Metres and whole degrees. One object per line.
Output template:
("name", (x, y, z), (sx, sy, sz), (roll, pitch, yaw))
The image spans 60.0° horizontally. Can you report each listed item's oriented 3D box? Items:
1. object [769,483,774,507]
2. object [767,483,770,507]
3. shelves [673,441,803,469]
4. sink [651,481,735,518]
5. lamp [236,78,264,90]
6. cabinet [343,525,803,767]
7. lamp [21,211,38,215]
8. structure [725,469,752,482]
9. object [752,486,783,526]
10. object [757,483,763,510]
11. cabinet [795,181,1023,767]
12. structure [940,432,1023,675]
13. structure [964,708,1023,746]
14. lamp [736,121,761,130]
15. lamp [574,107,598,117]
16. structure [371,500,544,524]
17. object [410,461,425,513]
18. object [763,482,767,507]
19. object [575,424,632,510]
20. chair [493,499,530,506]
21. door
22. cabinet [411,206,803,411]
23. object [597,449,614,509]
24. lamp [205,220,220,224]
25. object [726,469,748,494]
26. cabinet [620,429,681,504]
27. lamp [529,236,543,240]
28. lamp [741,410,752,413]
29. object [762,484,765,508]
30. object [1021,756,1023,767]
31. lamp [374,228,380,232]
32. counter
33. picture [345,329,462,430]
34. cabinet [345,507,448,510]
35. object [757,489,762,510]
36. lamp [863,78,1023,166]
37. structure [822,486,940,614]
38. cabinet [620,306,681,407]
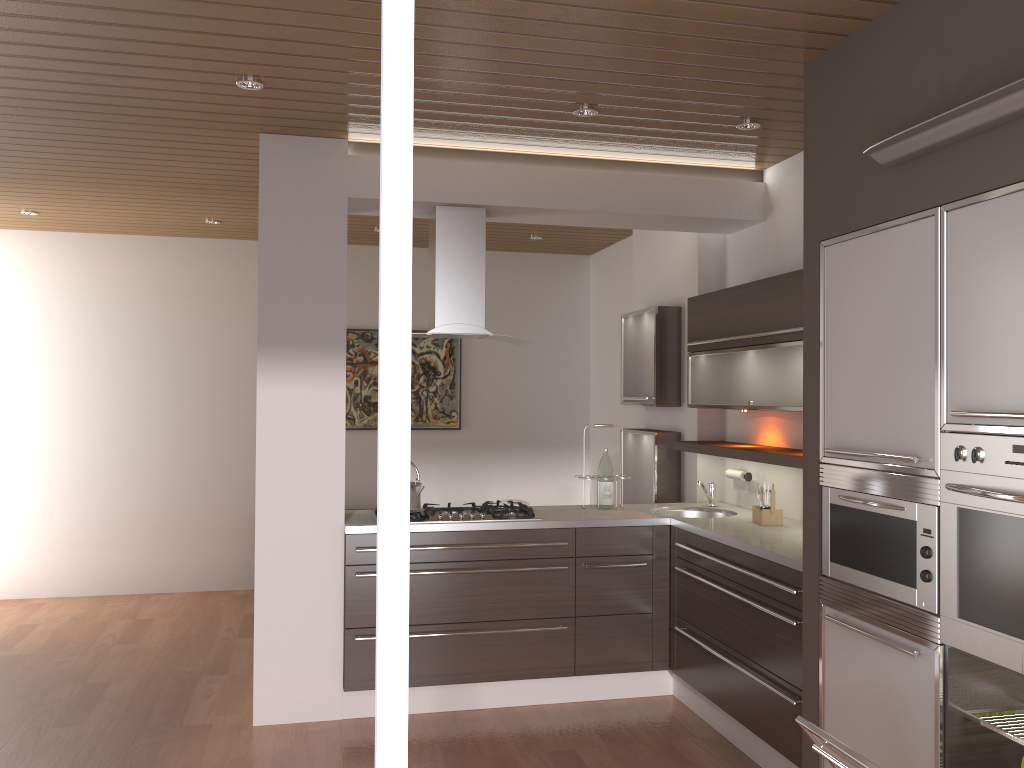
("object", (1.222, 0.563, 4.188), (0.042, 0.192, 0.040), (0, -1, 35))
("object", (1.210, 0.566, 4.199), (0.020, 0.196, 0.017), (0, -1, 10))
("shelves", (1.274, 0.338, 4.169), (0.313, 0.050, 1.850), (1, -1, -13))
("sink", (0.946, 0.689, 4.673), (0.450, 0.347, 0.494), (1, -1, -7))
("lamp", (-1.007, -1.174, 3.407), (0.102, 0.055, 0.102), (1, -1, -30))
("cabinet", (0.361, 1.127, 3.947), (2.150, 0.870, 1.850), (1, -1, -13))
("lamp", (-3.196, -1.154, 5.874), (0.102, 0.055, 0.102), (1, -1, -30))
("structure", (1.236, 0.488, 4.758), (0.087, 0.049, 0.237), (1, -1, -13))
("object", (1.221, 0.581, 4.237), (0.100, 0.170, 0.173), (0, -1, -1))
("object", (1.173, 0.562, 4.186), (0.042, 0.192, 0.040), (0, -1, 33))
("cabinet", (1.337, 0.470, 2.205), (1.047, 1.948, 1.796), (1, -1, -13))
("structure", (1.246, 0.423, 2.185), (0.066, 0.583, 0.582), (1, -1, -13))
("structure", (1.565, 0.925, 2.253), (0.479, 0.012, 0.583), (1, -1, -13))
("lamp", (1.034, -1.153, 3.879), (0.102, 0.055, 0.102), (0, -1, 15))
("lamp", (0.309, -1.160, 3.711), (0.102, 0.055, 0.102), (1, -1, -41))
("structure", (-0.290, 0.636, 4.451), (0.797, 0.047, 0.494), (1, -1, -13))
("object", (-0.530, 0.484, 4.278), (0.221, 0.251, 0.221), (1, -1, -20))
("object", (1.202, 0.566, 4.208), (0.018, 0.196, 0.022), (1, -1, -11))
("object", (0.494, 0.443, 4.796), (0.291, 0.453, 0.210), (1, -1, -8))
("chair", (-0.179, 1.156, 5.428), (0.608, 0.847, 0.491), (1, -1, -43))
("door", (-0.106, 0.164, 0.797), (2.300, 2.700, 0.101), (1, -1, -13))
("cabinet", (0.454, -0.401, 4.043), (2.058, 1.032, 1.399), (1, -1, -9))
("object", (0.501, 0.506, 4.743), (0.091, 0.319, 0.091), (0, -1, 22))
("lamp", (-2.071, -1.143, 6.135), (0.102, 0.055, 0.102), (1, -1, -30))
("object", (1.208, 0.522, 4.766), (0.053, 0.119, 0.165), (1, -1, -13))
("cabinet", (0.844, 0.590, 5.553), (0.194, 0.600, 0.598), (1, -1, -13))
("lamp", (0.180, -1.120, 6.656), (0.102, 0.055, 0.102), (0, -1, 4))
("lamp", (1.196, 0.136, 4.528), (0.056, 0.018, 0.056), (1, -1, -41))
("object", (1.191, 0.565, 4.188), (0.023, 0.196, 0.018), (1, -1, -11))
("object", (1.437, 1.029, 2.328), (0.177, 0.173, 0.042), (0, -1, 42))
("lamp", (-0.946, -1.131, 6.395), (0.102, 0.055, 0.102), (0, -1, 4))
("counter", (0.364, 0.674, 3.954), (2.150, 0.036, 1.850), (1, -1, -13))
("picture", (-1.036, -0.034, 7.079), (1.277, 0.801, 0.018), (1, -1, -13))
("cabinet", (-1.033, 1.288, 6.780), (1.740, 0.608, 0.540), (1, -1, -13))
("object", (1.184, 0.575, 4.212), (0.019, 0.178, 0.044), (1, -1, -38))
("lamp", (1.207, -0.681, 2.170), (0.139, 0.033, 1.020), (1, -1, -13))
("structure", (1.125, 0.499, 2.767), (0.049, 0.301, 0.569), (1, -1, -13))
("cabinet", (0.796, -0.161, 5.532), (0.172, 0.600, 0.619), (1, -1, -27))
